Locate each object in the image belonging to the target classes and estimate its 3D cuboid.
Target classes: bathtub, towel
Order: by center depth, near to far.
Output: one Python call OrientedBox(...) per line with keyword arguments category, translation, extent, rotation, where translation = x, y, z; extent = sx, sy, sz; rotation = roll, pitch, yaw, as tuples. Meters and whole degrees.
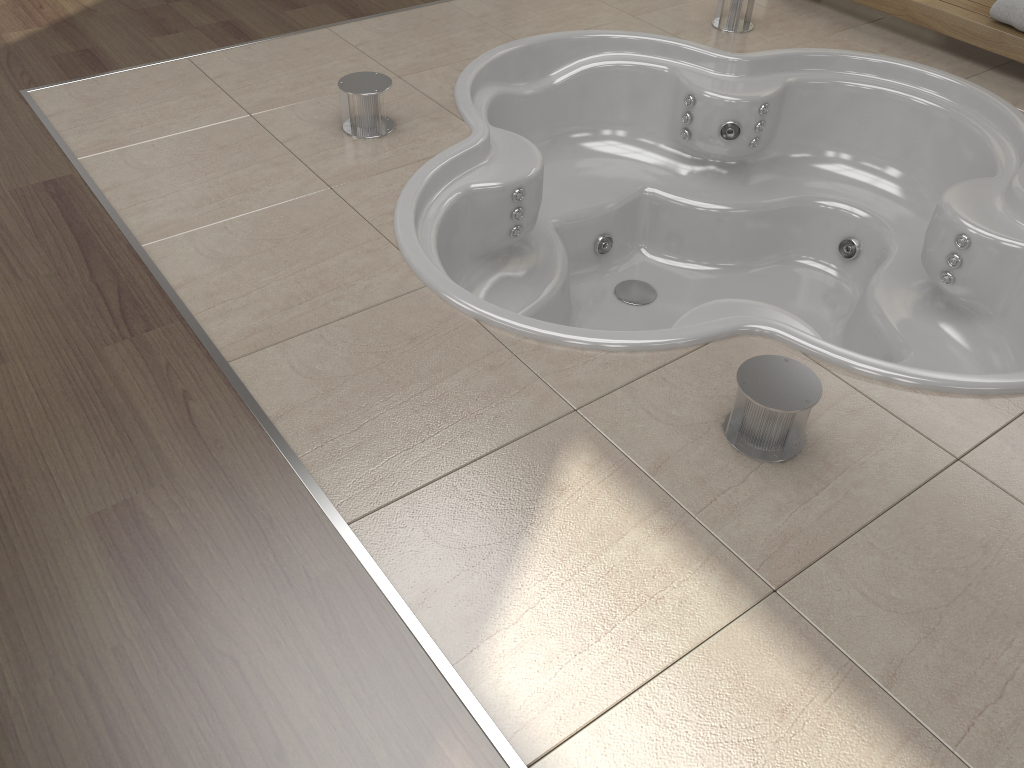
OrientedBox(category="bathtub", translation=(0.627, -0.370, 2.656), extent=(1.754, 0.674, 1.751), rotation=(7, 42, 5))
OrientedBox(category="towel", translation=(1.743, -1.179, 2.846), extent=(0.233, 0.099, 0.331), rotation=(-21, 47, -24))

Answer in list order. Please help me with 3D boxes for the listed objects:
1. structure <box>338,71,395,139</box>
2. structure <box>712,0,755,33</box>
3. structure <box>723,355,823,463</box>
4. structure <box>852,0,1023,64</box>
OrientedBox(category="structure", translation=(-0.409, -0.787, 2.502), extent=(0.150, 0.131, 0.150), rotation=(14, 43, 13))
OrientedBox(category="structure", translation=(0.803, -1.353, 3.181), extent=(0.150, 0.131, 0.150), rotation=(33, 51, 30))
OrientedBox(category="structure", translation=(0.473, 0.045, 1.619), extent=(0.150, 0.131, 0.150), rotation=(-21, 47, -24))
OrientedBox(category="structure", translation=(1.507, -1.312, 3.161), extent=(0.260, 0.140, 1.280), rotation=(-25, 49, -27))
